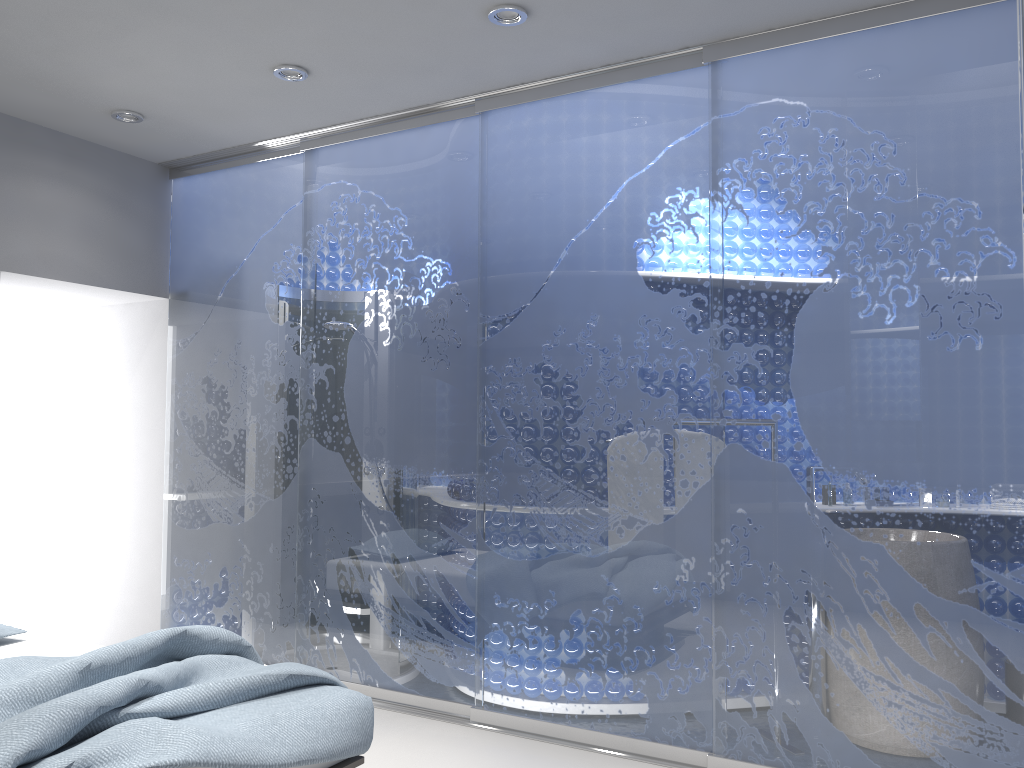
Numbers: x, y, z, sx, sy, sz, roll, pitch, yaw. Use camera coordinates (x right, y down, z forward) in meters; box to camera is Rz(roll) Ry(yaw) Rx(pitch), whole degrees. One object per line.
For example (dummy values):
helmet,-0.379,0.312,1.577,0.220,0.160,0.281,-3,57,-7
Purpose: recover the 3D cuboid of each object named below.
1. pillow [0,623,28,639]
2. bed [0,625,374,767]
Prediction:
pillow,-2.252,0.919,3.274,0.417,0.173,0.746,-1,-3,25
bed,-1.664,0.956,2.857,2.319,0.752,1.411,-1,-4,30
